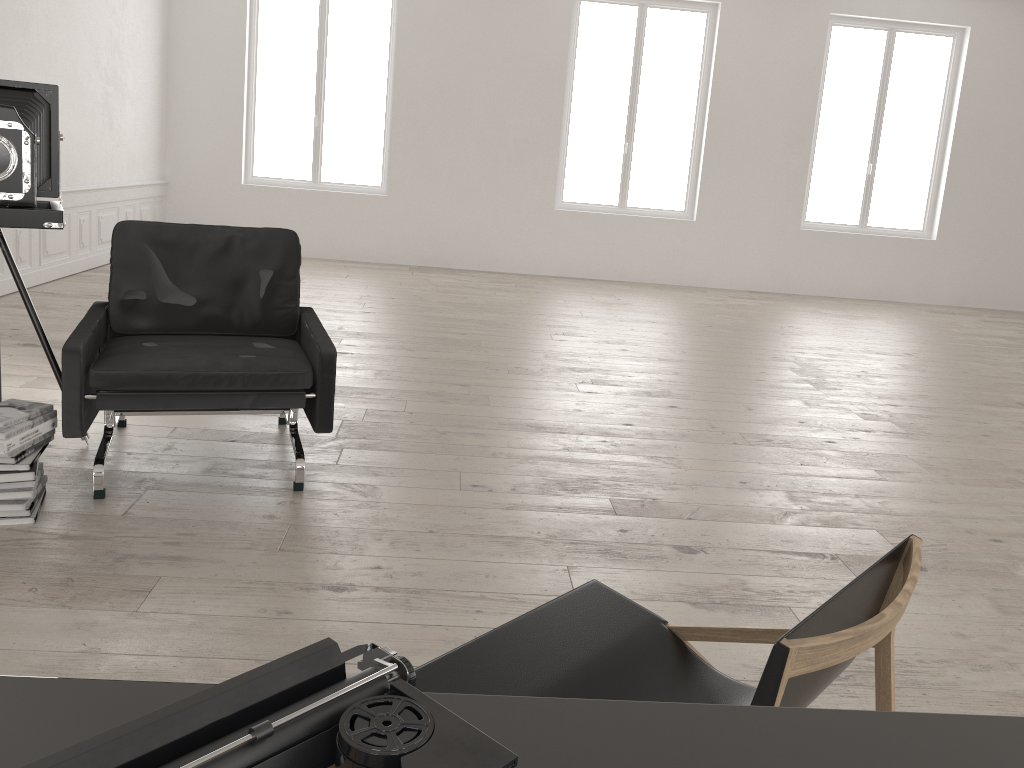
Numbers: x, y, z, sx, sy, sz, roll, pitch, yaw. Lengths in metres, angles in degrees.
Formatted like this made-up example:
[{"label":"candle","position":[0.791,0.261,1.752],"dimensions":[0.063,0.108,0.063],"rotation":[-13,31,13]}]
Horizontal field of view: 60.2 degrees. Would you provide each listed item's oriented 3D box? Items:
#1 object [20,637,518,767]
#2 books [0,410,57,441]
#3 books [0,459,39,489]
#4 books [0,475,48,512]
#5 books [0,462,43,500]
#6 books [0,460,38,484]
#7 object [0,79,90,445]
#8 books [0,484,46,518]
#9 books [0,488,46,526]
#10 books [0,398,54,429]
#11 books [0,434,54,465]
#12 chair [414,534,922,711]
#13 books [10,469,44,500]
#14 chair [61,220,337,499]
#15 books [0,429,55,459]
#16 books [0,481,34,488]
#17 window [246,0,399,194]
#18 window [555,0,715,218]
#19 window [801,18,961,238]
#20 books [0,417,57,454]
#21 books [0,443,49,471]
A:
[{"label":"object","position":[-0.133,0.293,0.472],"dimensions":[0.320,0.109,0.385],"rotation":[16,18,39]},{"label":"books","position":[-1.762,0.131,3.068],"dimensions":[0.205,0.026,0.294],"rotation":[6,14,3]},{"label":"books","position":[-1.786,0.307,3.114],"dimensions":[0.199,0.034,0.263],"rotation":[-2,15,-25]},{"label":"books","position":[-1.784,0.383,3.117],"dimensions":[0.198,0.025,0.285],"rotation":[1,14,-14]},{"label":"books","position":[-1.780,0.341,3.107],"dimensions":[0.205,0.026,0.294],"rotation":[-1,15,-22]},{"label":"books","position":[-1.772,0.278,3.089],"dimensions":[0.199,0.034,0.304],"rotation":[-2,16,-26]},{"label":"object","position":[-2.206,-0.527,3.765],"dimensions":[0.711,1.501,0.664],"rotation":[-1,12,-29]},{"label":"books","position":[-1.784,0.408,3.124],"dimensions":[0.198,0.025,0.278],"rotation":[0,15,-18]},{"label":"books","position":[-1.779,0.434,3.128],"dimensions":[0.199,0.025,0.281],"rotation":[-1,15,-21]},{"label":"books","position":[-1.761,0.101,3.087],"dimensions":[0.172,0.022,0.246],"rotation":[7,14,10]},{"label":"books","position":[-1.767,0.218,3.091],"dimensions":[0.198,0.025,0.278],"rotation":[4,14,-3]},{"label":"chair","position":[0.276,0.607,1.609],"dimensions":[0.789,0.760,0.633],"rotation":[15,15,40]},{"label":"books","position":[-1.783,0.355,3.134],"dimensions":[0.172,0.021,0.247],"rotation":[1,15,-16]},{"label":"chair","position":[-1.306,-0.169,3.773],"dimensions":[0.973,0.949,1.104],"rotation":[1,13,-19]},{"label":"books","position":[-1.768,0.194,3.084],"dimensions":[0.199,0.025,0.285],"rotation":[5,14,1]},{"label":"books","position":[-1.786,0.307,3.114],"dimensions":[0.193,0.030,0.256],"rotation":[-2,15,-25]},{"label":"window","position":[-2.284,-3.643,10.605],"dimensions":[1.724,2.545,0.071],"rotation":[4,10,-4]},{"label":"window","position":[1.506,-3.393,10.881],"dimensions":[1.724,2.545,0.071],"rotation":[4,10,-4]},{"label":"window","position":[4.618,-3.187,11.107],"dimensions":[1.724,2.545,0.071],"rotation":[4,10,-4]},{"label":"books","position":[-1.759,0.166,3.064],"dimensions":[0.199,0.040,0.315],"rotation":[5,14,2]},{"label":"books","position":[-1.763,0.245,3.095],"dimensions":[0.198,0.025,0.281],"rotation":[1,15,-16]}]
